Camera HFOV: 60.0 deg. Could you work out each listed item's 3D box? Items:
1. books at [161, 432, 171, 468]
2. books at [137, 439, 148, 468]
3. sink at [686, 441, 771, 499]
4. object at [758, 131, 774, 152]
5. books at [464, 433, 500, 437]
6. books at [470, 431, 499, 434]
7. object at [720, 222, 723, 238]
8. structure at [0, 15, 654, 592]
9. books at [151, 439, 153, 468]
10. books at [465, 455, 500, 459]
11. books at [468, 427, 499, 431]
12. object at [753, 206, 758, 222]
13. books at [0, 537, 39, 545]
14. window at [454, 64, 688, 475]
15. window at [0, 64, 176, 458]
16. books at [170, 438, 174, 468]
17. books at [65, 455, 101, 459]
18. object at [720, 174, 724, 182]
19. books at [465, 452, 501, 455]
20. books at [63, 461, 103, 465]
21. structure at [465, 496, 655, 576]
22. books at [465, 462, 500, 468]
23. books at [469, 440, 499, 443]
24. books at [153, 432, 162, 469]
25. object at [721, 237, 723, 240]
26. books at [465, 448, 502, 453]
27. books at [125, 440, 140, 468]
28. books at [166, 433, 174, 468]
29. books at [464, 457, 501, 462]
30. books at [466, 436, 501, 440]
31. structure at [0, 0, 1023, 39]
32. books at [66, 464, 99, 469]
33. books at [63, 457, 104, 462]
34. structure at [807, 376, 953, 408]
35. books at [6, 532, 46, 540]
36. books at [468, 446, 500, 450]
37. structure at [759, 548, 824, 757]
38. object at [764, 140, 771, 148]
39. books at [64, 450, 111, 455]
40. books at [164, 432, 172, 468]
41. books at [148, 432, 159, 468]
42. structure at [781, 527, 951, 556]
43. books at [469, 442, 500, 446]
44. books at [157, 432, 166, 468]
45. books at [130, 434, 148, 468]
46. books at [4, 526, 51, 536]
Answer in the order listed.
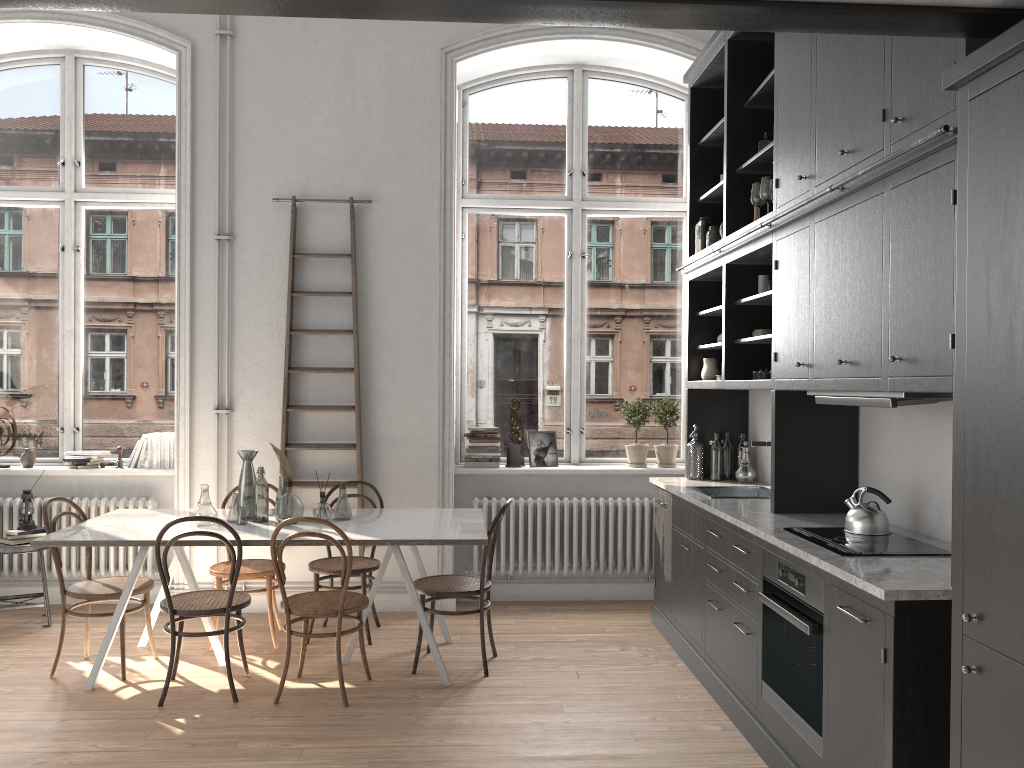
[{"bbox_3d":[-2.457,0.469,6.301,0.019,0.244,0.174,0,0,-3],"label":"books"},{"bbox_3d":[-2.593,0.488,6.277,0.072,0.203,0.155,0,0,-3],"label":"books"},{"bbox_3d":[1.295,0.575,4.980,0.514,0.505,0.526,0,0,-3],"label":"sink"},{"bbox_3d":[1.401,-1.294,4.890,0.084,0.199,0.065,1,0,19],"label":"object"},{"bbox_3d":[-0.215,0.368,6.404,0.231,0.023,0.162,0,0,12],"label":"books"},{"bbox_3d":[-0.201,0.346,6.405,0.205,0.020,0.155,0,0,-3],"label":"books"},{"bbox_3d":[1.262,-0.998,5.089,0.134,0.357,0.134,1,0,42],"label":"object"},{"bbox_3d":[-1.366,-0.694,6.096,5.182,4.474,0.340,0,0,-3],"label":"structure"},{"bbox_3d":[-2.519,0.487,6.281,0.020,0.205,0.155,0,0,-3],"label":"books"},{"bbox_3d":[-0.215,0.520,6.393,0.249,0.023,0.175,0,0,-3],"label":"books"},{"bbox_3d":[-0.207,0.325,6.414,0.201,0.024,0.159,0,0,-13],"label":"books"},{"bbox_3d":[1.337,-0.900,4.855,0.123,0.161,0.123,0,0,5],"label":"object"},{"bbox_3d":[-3.121,0.991,5.683,0.194,0.034,0.246,0,0,37],"label":"books"},{"bbox_3d":[6.615,-5.155,9.942,14.385,15.936,26.397,0,0,-3],"label":"window"},{"bbox_3d":[-3.173,-0.883,6.396,1.622,2.843,0.013,0,0,-3],"label":"window"},{"bbox_3d":[-2.391,0.488,6.289,0.020,0.205,0.155,0,0,-3],"label":"books"},{"bbox_3d":[-3.008,0.510,6.224,0.205,0.020,0.155,0,0,-13],"label":"books"},{"bbox_3d":[1.359,-1.262,5.655,0.059,0.135,0.082,1,0,25],"label":"object"},{"bbox_3d":[-0.206,0.501,6.408,0.255,0.014,0.192,0,0,0],"label":"books"},{"bbox_3d":[-3.014,0.553,6.237,0.205,0.022,0.155,0,0,17],"label":"books"},{"bbox_3d":[0.457,1.074,6.292,1.577,0.552,0.194,0,0,-3],"label":"structure"},{"bbox_3d":[-0.218,0.576,6.394,0.248,0.043,0.192,0,0,-3],"label":"books"},{"bbox_3d":[-0.201,0.410,6.405,0.205,0.022,0.155,0,0,-8],"label":"books"},{"bbox_3d":[-2.497,0.469,6.272,0.024,0.243,0.175,0,0,-3],"label":"books"},{"bbox_3d":[1.325,-0.893,5.409,0.096,0.150,0.096,0,0,-15],"label":"object"},{"bbox_3d":[-0.207,0.480,6.409,0.245,0.028,0.193,0,0,-8],"label":"books"},{"bbox_3d":[-2.657,0.490,6.276,0.105,0.194,0.155,0,0,-4],"label":"books"},{"bbox_3d":[-2.413,0.469,6.286,0.019,0.244,0.174,0,0,-3],"label":"books"},{"bbox_3d":[-0.215,0.543,6.393,0.249,0.023,0.175,0,0,-8],"label":"books"},{"bbox_3d":[-0.206,0.389,6.405,0.244,0.019,0.174,0,0,-3],"label":"books"},{"bbox_3d":[-1.080,-1.518,0.070,5.927,1.213,4.158,0,0,-3],"label":"structure"},{"bbox_3d":[-3.020,0.575,6.241,0.147,0.023,0.221,0,0,-45],"label":"books"},{"bbox_3d":[-3.011,0.531,6.236,0.221,0.023,0.147,0,0,13],"label":"books"},{"bbox_3d":[1.489,0.024,3.440,0.379,0.123,0.843,0,0,-3],"label":"structure"},{"bbox_3d":[-3.109,0.965,5.686,0.232,0.029,0.162,0,0,-33],"label":"books"},{"bbox_3d":[-0.202,0.455,6.405,0.205,0.022,0.155,0,0,11],"label":"books"},{"bbox_3d":[1.345,1.002,3.432,0.618,0.623,0.622,0,0,-3],"label":"structure"},{"bbox_3d":[1.395,-1.257,4.801,0.041,0.125,0.053,0,0,-36],"label":"object"},{"bbox_3d":[-2.990,0.485,6.245,0.244,0.019,0.174,0,0,7],"label":"books"},{"bbox_3d":[-2.435,0.469,6.307,0.024,0.243,0.175,0,0,-3],"label":"books"},{"bbox_3d":[-2.547,0.468,6.300,0.024,0.243,0.175,0,0,-3],"label":"books"},{"bbox_3d":[1.355,0.606,3.430,0.427,0.011,0.592,0,0,-3],"label":"structure"},{"bbox_3d":[-0.198,0.432,6.411,0.222,0.024,0.158,0,0,-3],"label":"books"},{"bbox_3d":[-2.475,0.469,6.282,0.019,0.244,0.174,0,0,-3],"label":"books"},{"bbox_3d":[-2.618,0.471,6.274,0.100,0.235,0.174,0,0,-3],"label":"books"},{"bbox_3d":[-3.107,0.943,5.687,0.147,0.027,0.221,0,0,29],"label":"books"}]
